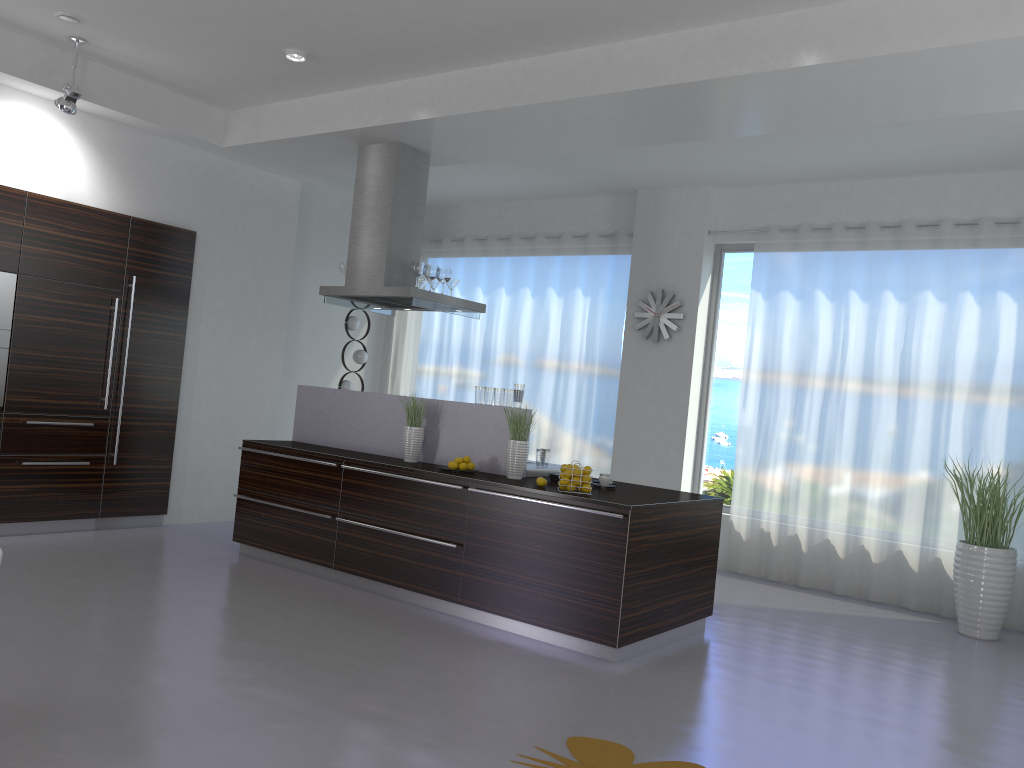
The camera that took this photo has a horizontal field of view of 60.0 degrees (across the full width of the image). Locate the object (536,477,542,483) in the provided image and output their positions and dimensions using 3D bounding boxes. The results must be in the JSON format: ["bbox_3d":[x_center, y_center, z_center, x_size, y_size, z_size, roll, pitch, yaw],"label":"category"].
[{"bbox_3d":[0.173,0.587,5.346,0.053,0.051,0.063,6,-1,5],"label":"object"}]

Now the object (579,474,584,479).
[{"bbox_3d":[0.408,0.534,5.193,0.055,0.051,0.061,5,-1,30],"label":"object"}]

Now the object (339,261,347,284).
[{"bbox_3d":[-1.335,-0.872,7.131,0.125,0.221,0.125,6,-1,-29],"label":"object"}]

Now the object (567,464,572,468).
[{"bbox_3d":[0.339,0.504,5.257,0.052,0.060,0.057,5,-1,24],"label":"object"}]

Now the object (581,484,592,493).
[{"bbox_3d":[0.429,0.604,5.119,0.062,0.052,0.053,6,-1,-15],"label":"object"}]

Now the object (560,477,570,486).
[{"bbox_3d":[0.305,0.564,5.118,0.061,0.054,0.052,5,-1,13],"label":"object"}]

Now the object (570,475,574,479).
[{"bbox_3d":[0.358,0.543,5.227,0.064,0.053,0.051,5,-1,39],"label":"object"}]

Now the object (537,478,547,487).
[{"bbox_3d":[0.178,0.587,5.282,0.063,0.051,0.053,5,-1,40],"label":"object"}]

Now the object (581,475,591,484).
[{"bbox_3d":[0.430,0.554,5.146,0.061,0.054,0.053,6,-1,-8],"label":"object"}]

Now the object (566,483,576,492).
[{"bbox_3d":[0.343,0.596,5.124,0.051,0.053,0.063,5,-1,44],"label":"object"}]

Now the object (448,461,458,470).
[{"bbox_3d":[-0.380,0.526,5.717,0.070,0.058,0.060,5,-1,35],"label":"object"}]

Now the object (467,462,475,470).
[{"bbox_3d":[-0.270,0.534,5.758,0.063,0.053,0.051,6,-1,-14],"label":"object"}]

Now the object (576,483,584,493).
[{"bbox_3d":[0.405,0.605,5.174,0.061,0.055,0.050,6,-1,-9],"label":"object"}]

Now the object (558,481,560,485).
[{"bbox_3d":[0.302,0.586,5.233,0.060,0.057,0.052,5,-1,38],"label":"object"}]

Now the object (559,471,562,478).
[{"bbox_3d":[0.307,0.540,5.254,0.053,0.051,0.063,6,-1,5],"label":"object"}]

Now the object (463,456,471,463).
[{"bbox_3d":[-0.293,0.491,5.766,0.053,0.048,0.063,6,-1,2],"label":"object"}]

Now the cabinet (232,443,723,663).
[{"bbox_3d":[-0.363,1.003,6.196,3.285,0.852,1.377,5,-1,36],"label":"cabinet"}]

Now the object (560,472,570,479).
[{"bbox_3d":[0.313,0.541,5.192,0.062,0.053,0.052,6,-1,8],"label":"object"}]

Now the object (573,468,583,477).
[{"bbox_3d":[0.383,0.514,5.127,0.063,0.053,0.051,6,-1,-41],"label":"object"}]

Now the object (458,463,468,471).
[{"bbox_3d":[-0.316,0.534,5.723,0.061,0.054,0.052,5,-1,13],"label":"object"}]

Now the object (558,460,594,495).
[{"bbox_3d":[0.372,0.542,5.188,0.189,0.174,0.207,6,-1,1],"label":"object"}]

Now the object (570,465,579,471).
[{"bbox_3d":[0.368,0.498,5.195,0.051,0.053,0.063,5,-1,37],"label":"object"}]

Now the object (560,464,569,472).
[{"bbox_3d":[0.311,0.496,5.213,0.053,0.051,0.063,6,-1,-7],"label":"object"}]

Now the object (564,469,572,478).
[{"bbox_3d":[0.326,0.520,5.140,0.053,0.052,0.061,6,-1,-41],"label":"object"}]

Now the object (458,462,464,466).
[{"bbox_3d":[-0.318,0.535,5.781,0.057,0.060,0.071,5,-1,37],"label":"object"}]

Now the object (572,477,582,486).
[{"bbox_3d":[0.375,0.563,5.121,0.061,0.055,0.051,5,-1,15],"label":"object"}]

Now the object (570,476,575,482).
[{"bbox_3d":[0.367,0.560,5.151,0.051,0.053,0.062,5,-1,44],"label":"object"}]

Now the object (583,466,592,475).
[{"bbox_3d":[0.438,0.506,5.166,0.050,0.060,0.059,5,-1,36],"label":"object"}]

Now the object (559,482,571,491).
[{"bbox_3d":[0.312,0.592,5.173,0.074,0.063,0.064,6,-1,-34],"label":"object"}]

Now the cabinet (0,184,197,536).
[{"bbox_3d":[-4.065,-0.191,6.189,0.669,2.500,3.600,5,-1,36],"label":"cabinet"}]

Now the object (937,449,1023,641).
[{"bbox_3d":[3.337,1.128,6.293,0.713,1.334,0.656,5,-1,36],"label":"object"}]

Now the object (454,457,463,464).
[{"bbox_3d":[-0.345,0.497,5.752,0.061,0.047,0.053,5,-1,39],"label":"object"}]

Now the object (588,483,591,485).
[{"bbox_3d":[0.431,0.584,5.210,0.062,0.053,0.052,6,-1,-17],"label":"object"}]
